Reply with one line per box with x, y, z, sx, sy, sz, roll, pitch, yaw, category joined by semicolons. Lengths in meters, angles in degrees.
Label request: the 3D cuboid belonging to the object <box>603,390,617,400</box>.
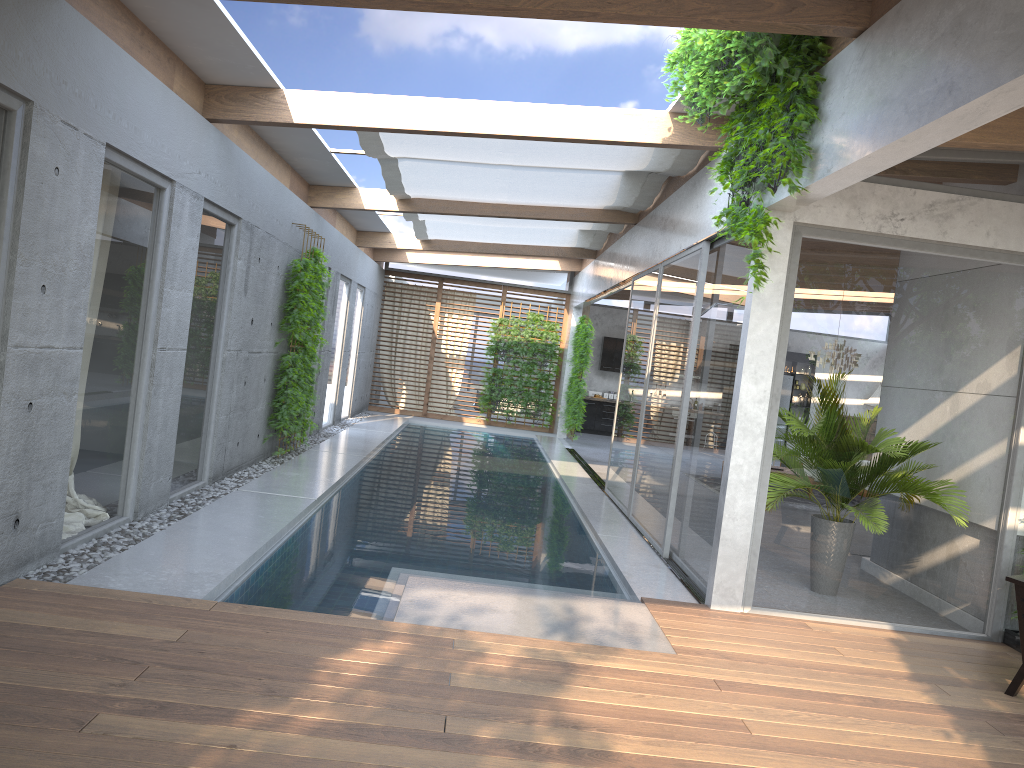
2.358;0.261;21.091;0.405;0.200;0.147;7;2;-1;object

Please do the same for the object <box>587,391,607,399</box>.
1.998;0.255;20.887;0.381;0.134;0.590;7;2;-14;object

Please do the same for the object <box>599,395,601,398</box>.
2.051;0.288;20.736;0.072;0.057;0.083;6;2;-26;object

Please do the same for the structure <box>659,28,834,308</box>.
1.428;-1.503;5.789;0.918;2.054;1.822;7;2;-5;structure

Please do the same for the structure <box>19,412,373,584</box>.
-2.861;0.844;11.578;0.477;0.068;13.673;7;2;-2;structure

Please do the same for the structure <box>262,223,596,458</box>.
-0.531;-0.370;14.630;2.739;2.687;10.282;8;2;15;structure

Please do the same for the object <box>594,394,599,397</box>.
1.973;0.265;20.711;0.090;0.087;0.086;6;2;-25;object

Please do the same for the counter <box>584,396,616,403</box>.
3.069;0.488;20.912;3.805;0.061;0.607;7;2;-2;counter

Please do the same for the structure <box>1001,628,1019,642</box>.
4.319;1.598;7.220;2.012;0.595;2.203;7;2;-2;structure

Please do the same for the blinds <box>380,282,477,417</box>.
-1.948;-0.750;19.759;2.087;2.898;0.692;7;2;2;blinds

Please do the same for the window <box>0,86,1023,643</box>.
4.212;-0.211;13.867;14.294;3.764;23.280;7;2;-2;window

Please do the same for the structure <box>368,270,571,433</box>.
-1.035;-0.712;19.436;4.313;3.079;0.085;7;2;-2;structure

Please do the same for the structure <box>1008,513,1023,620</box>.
4.377;0.509;5.957;1.851;2.669;0.500;7;2;-1;structure

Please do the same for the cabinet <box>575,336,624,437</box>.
4.158;0.190;20.959;5.901;2.502;0.709;7;2;-4;cabinet
